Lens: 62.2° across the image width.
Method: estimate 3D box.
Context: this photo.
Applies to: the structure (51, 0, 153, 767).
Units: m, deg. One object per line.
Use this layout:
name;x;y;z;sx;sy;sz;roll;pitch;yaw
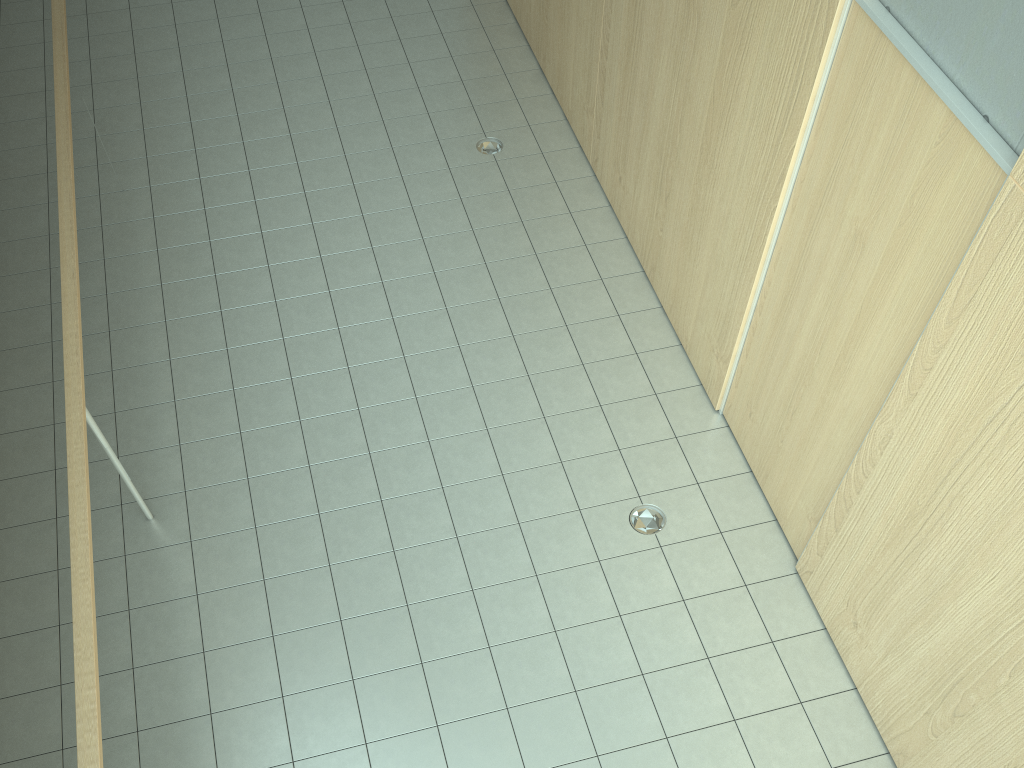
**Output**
structure;-2.607;-0.208;2.394;1.866;4.878;11.097;-14;58;-11
